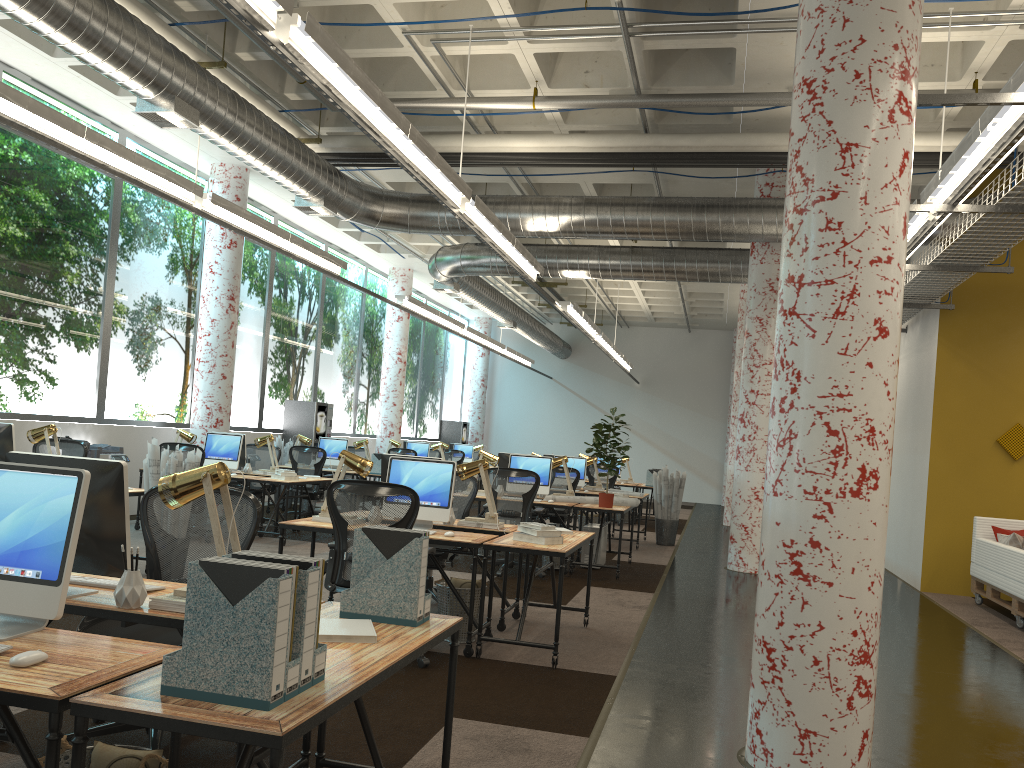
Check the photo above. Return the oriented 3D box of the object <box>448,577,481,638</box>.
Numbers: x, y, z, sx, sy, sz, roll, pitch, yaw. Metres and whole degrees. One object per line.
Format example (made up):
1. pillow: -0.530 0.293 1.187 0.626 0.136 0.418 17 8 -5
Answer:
1. object: -0.338 1.545 6.121 0.235 0.403 0.120 4 -1 14

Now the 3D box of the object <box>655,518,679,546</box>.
1. object: 2.302 2.211 13.210 0.354 0.398 0.353 5 -2 -32

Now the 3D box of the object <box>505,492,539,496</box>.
1. object: 0.117 1.309 10.569 0.438 0.017 0.119 3 -4 13

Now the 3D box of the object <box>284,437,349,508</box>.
1. object: -3.083 1.425 13.749 1.077 1.208 0.191 4 -1 13

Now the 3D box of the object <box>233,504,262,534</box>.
1. object: -3.199 1.604 10.599 0.358 0.434 0.354 4 -2 10

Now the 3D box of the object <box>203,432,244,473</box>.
1. object: -3.471 0.835 10.641 0.483 0.485 0.190 4 -1 13

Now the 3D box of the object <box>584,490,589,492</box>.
1. object: 1.058 1.522 12.559 0.059 0.029 0.106 3 -4 14

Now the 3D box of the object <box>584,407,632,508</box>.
1. object: 1.008 0.770 9.375 0.513 1.077 0.439 4 -1 4

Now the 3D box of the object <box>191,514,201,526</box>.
1. object: -4.014 1.594 11.166 0.235 0.403 0.120 4 -1 14

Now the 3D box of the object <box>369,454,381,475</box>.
1. object: -1.982 1.205 13.259 0.280 0.302 0.150 4 -1 13

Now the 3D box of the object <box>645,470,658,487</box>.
1. object: 2.610 1.740 16.282 0.280 0.302 0.150 4 -1 13

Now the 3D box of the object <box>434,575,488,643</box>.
1. object: -0.360 1.525 6.045 0.358 0.434 0.354 4 -2 10

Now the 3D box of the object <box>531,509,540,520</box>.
1. object: 0.314 2.049 13.454 0.358 0.434 0.354 4 -2 10

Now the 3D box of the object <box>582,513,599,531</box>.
1. object: 1.126 2.086 12.887 0.235 0.403 0.120 4 -1 14

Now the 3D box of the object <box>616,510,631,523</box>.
1. object: 2.095 2.386 16.665 0.358 0.434 0.354 4 -2 10

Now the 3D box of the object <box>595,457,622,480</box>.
1. object: 1.824 1.617 16.708 0.483 0.485 0.190 4 -1 13

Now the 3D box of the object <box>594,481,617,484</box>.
1. object: 1.731 1.830 16.494 0.438 0.017 0.119 3 -4 13

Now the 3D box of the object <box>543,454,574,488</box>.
1. object: 0.697 1.323 13.428 0.483 0.485 0.190 4 -1 13

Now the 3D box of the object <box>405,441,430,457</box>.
1. object: -1.872 1.396 17.567 0.483 0.485 0.190 4 -1 13

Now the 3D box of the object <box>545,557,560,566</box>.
1. object: 0.489 1.821 9.820 0.235 0.403 0.120 4 -1 14

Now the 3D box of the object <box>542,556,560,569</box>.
1. object: 0.467 1.801 9.744 0.358 0.434 0.354 4 -2 10

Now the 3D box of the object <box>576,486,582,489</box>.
1. object: 1.002 1.476 13.291 0.101 0.209 0.101 5 -1 -32

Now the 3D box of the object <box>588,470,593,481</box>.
1. object: 1.498 1.740 16.841 0.101 0.209 0.101 5 -1 -32

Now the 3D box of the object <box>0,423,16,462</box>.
1. object: -4.458 0.562 7.529 0.483 0.485 0.190 4 -1 13

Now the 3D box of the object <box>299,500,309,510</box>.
1. object: -3.311 1.840 14.209 0.235 0.403 0.120 4 -1 14

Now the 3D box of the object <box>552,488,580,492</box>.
1. object: 0.741 1.510 12.640 0.438 0.017 0.119 3 -4 13

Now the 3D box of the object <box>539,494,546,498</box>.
1. object: 0.364 1.211 10.224 0.101 0.209 0.101 5 -1 -32

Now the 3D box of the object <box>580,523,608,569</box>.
1. object: 0.955 1.861 10.230 0.221 0.454 0.542 4 -2 13

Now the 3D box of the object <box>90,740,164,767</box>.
1. object: -1.154 1.257 2.573 0.235 0.403 0.120 4 -1 14

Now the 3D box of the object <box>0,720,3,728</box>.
1. object: -1.966 1.220 3.140 0.358 0.434 0.354 4 -2 10

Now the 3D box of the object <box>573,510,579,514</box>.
1. object: 1.281 2.376 17.233 0.235 0.403 0.120 4 -1 14

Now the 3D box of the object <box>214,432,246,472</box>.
1. object: -3.607 0.861 11.215 0.483 0.485 0.190 4 -1 13

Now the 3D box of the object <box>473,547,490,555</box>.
1. object: -0.347 1.790 10.312 0.235 0.403 0.120 4 -1 14

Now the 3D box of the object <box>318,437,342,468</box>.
1. object: -2.904 1.108 14.258 0.483 0.485 0.190 4 -1 13

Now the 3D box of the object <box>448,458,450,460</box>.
1. object: -1.467 1.776 20.864 0.101 0.209 0.101 5 -1 -32

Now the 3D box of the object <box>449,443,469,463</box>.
1. object: -1.278 1.680 21.305 0.483 0.485 0.190 4 -1 13

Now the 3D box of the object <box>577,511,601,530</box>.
1. object: 1.105 2.066 12.811 0.358 0.434 0.354 4 -2 10

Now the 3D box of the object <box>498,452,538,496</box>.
1. object: 0.060 1.058 10.361 0.483 0.485 0.190 4 -1 13

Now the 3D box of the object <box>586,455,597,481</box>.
1. object: 1.688 1.643 17.282 0.483 0.485 0.190 4 -1 13

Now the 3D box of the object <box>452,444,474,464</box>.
1. object: -1.142 1.653 20.731 0.483 0.485 0.190 4 -1 13

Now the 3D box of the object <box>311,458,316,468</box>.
1. object: -3.094 1.204 13.818 0.101 0.209 0.101 5 -1 -32

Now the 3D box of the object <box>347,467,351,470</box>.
1. object: -2.600 1.261 14.122 0.101 0.209 0.101 5 -1 -32

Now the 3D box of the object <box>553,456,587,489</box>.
1. object: 0.833 1.297 12.854 0.483 0.485 0.190 4 -1 13

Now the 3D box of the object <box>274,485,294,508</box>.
1. object: -3.763 1.848 14.605 0.352 0.398 0.354 3 -2 32

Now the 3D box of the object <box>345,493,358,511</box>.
1. object: -2.475 1.871 13.717 0.235 0.403 0.120 4 -1 14

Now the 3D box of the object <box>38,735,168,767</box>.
1. object: -1.175 1.237 2.497 0.358 0.434 0.354 4 -2 10

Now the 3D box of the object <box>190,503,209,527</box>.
1. object: -3.990 1.587 11.242 0.358 0.434 0.354 4 -2 10

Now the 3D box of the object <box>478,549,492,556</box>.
1. object: -0.324 1.783 10.387 0.358 0.434 0.354 4 -2 10

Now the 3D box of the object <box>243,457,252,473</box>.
1. object: -3.302 1.014 11.079 0.101 0.209 0.101 5 -1 -32

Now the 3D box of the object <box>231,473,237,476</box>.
1. object: -3.246 1.060 10.347 0.059 0.029 0.106 3 -4 14

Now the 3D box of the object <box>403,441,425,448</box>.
1. object: -2.008 1.423 18.141 0.483 0.485 0.190 4 -1 13

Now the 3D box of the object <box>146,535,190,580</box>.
1. object: -2.853 1.450 7.311 0.354 0.398 0.353 5 -2 -32

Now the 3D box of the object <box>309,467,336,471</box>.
1. object: -2.861 1.295 13.471 0.438 0.017 0.119 3 -4 13

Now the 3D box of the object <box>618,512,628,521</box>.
1. object: 2.117 2.406 16.741 0.235 0.403 0.120 4 -1 14

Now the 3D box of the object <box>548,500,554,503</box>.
1. object: 0.421 1.257 9.492 0.059 0.029 0.106 3 -4 14

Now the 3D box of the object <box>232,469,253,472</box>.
1. object: -3.549 1.113 11.423 0.438 0.017 0.119 3 -4 13

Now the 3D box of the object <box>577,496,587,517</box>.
1. object: 1.305 2.369 17.308 0.358 0.434 0.354 4 -2 10
